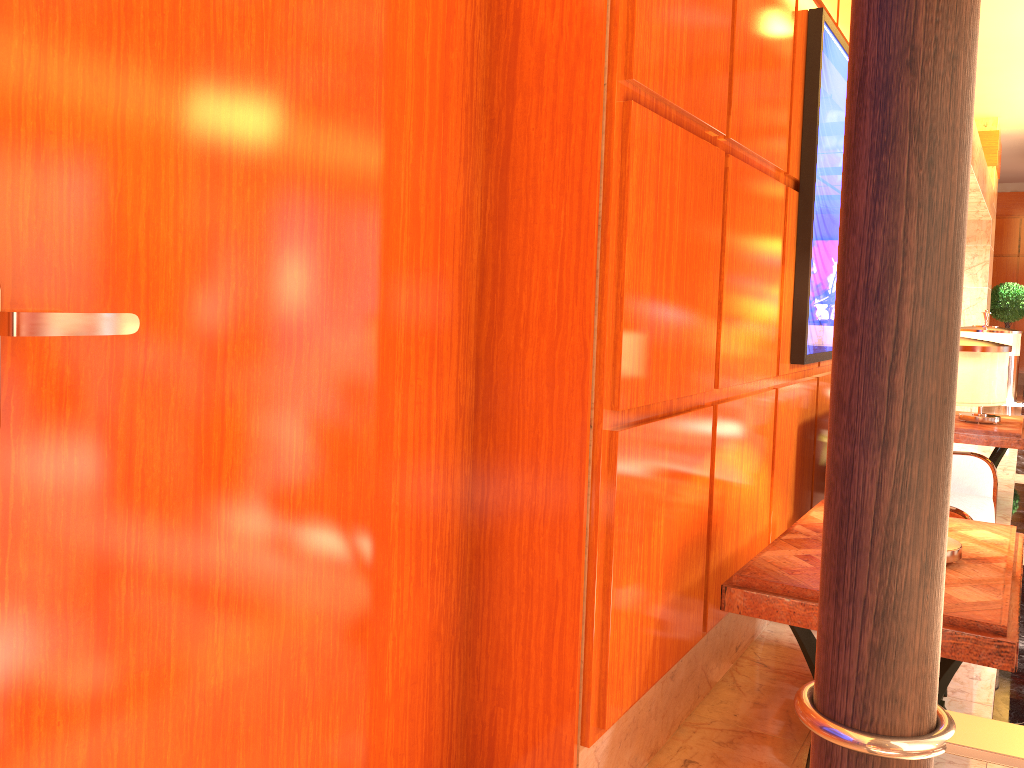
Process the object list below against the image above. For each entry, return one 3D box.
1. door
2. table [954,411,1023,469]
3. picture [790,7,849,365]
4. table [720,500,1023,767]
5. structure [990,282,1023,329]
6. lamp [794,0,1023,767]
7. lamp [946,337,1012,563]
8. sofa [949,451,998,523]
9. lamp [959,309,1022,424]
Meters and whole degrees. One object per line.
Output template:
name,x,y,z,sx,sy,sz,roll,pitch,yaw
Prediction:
door,-0.336,-0.133,1.547,0.341,2.645,1.539,4,4,30
table,3.338,0.564,6.499,0.726,0.605,1.272,5,5,30
picture,1.712,-0.866,4.499,0.056,1.449,1.999,4,5,30
table,1.208,0.826,2.855,0.726,0.605,1.272,5,5,30
structure,8.100,-0.827,14.508,0.722,1.709,0.723,3,3,8
lamp,0.159,0.503,0.226,0.527,1.657,0.360,3,3,20
lamp,1.259,0.122,2.724,0.458,0.792,0.460,2,4,-8
sofa,2.019,0.542,4.354,0.613,0.930,1.801,4,5,31
lamp,3.354,-0.127,6.310,0.459,0.808,0.459,5,5,39
